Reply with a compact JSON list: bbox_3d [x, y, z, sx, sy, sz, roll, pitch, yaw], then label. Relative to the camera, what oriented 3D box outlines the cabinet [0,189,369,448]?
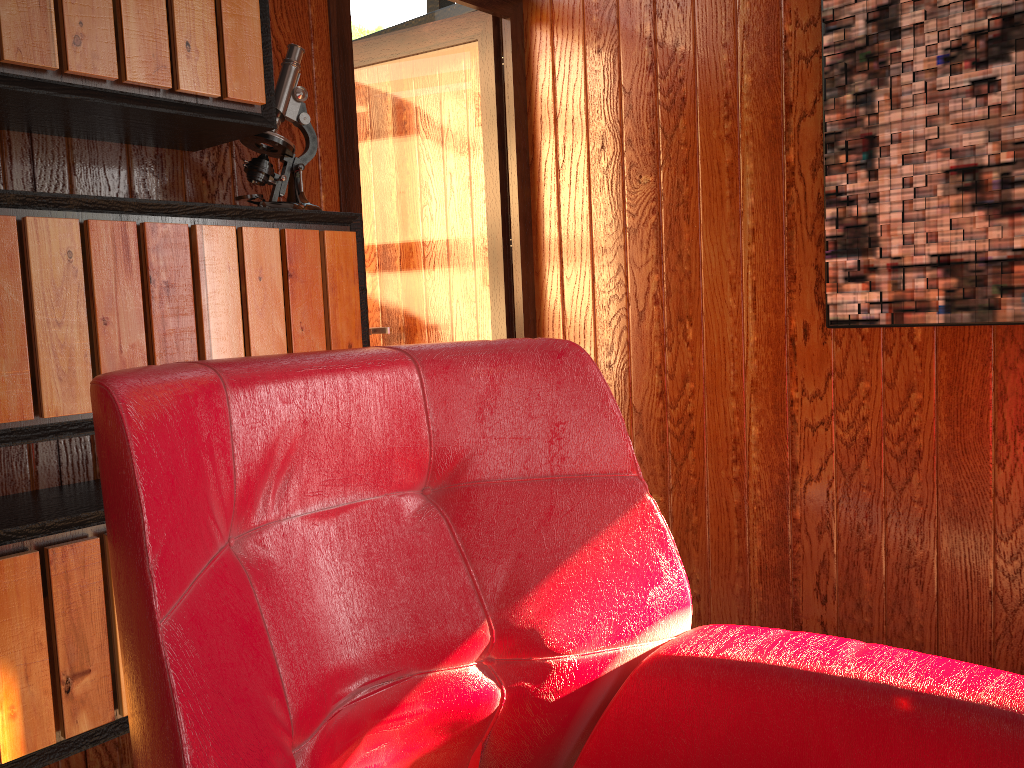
[{"bbox_3d":[-0.951,-0.092,1.355,0.321,0.390,1.653,2,6,40],"label":"cabinet"}]

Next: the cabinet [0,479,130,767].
[{"bbox_3d":[-1.056,0.439,1.248,0.321,0.390,1.653,2,6,40],"label":"cabinet"}]

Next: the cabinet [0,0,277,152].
[{"bbox_3d":[-1.104,-0.612,1.159,0.321,0.390,1.653,2,6,40],"label":"cabinet"}]

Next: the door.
[{"bbox_3d":[-0.444,-0.173,2.746,0.734,1.955,0.751,2,6,40],"label":"door"}]

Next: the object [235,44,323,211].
[{"bbox_3d":[-0.485,-0.526,1.826,0.181,0.354,0.142,-4,5,-13],"label":"object"}]

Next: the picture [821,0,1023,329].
[{"bbox_3d":[1.093,-0.560,1.820,0.916,0.873,0.061,2,6,40],"label":"picture"}]

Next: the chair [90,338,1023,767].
[{"bbox_3d":[0.039,0.449,0.741,0.839,0.956,0.621,2,6,40],"label":"chair"}]
